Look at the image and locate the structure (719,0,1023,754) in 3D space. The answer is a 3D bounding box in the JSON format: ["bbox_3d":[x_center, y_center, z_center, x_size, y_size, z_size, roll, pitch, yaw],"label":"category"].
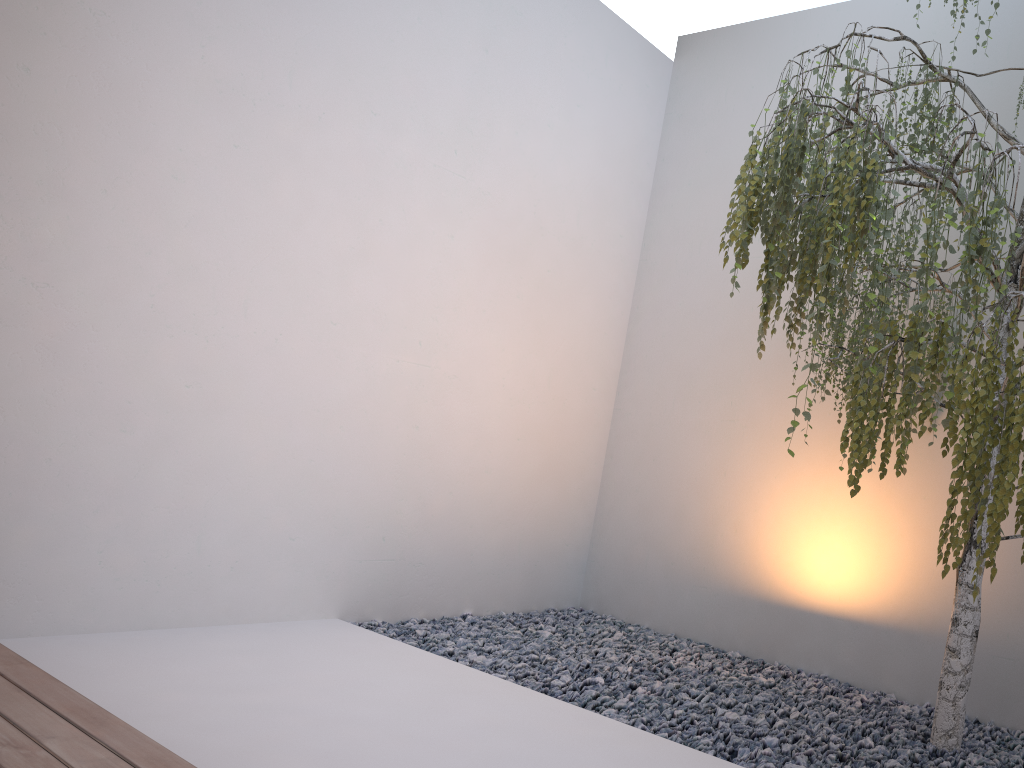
[{"bbox_3d":[1.726,-0.666,2.910,2.106,3.986,2.018,7,-4,36],"label":"structure"}]
